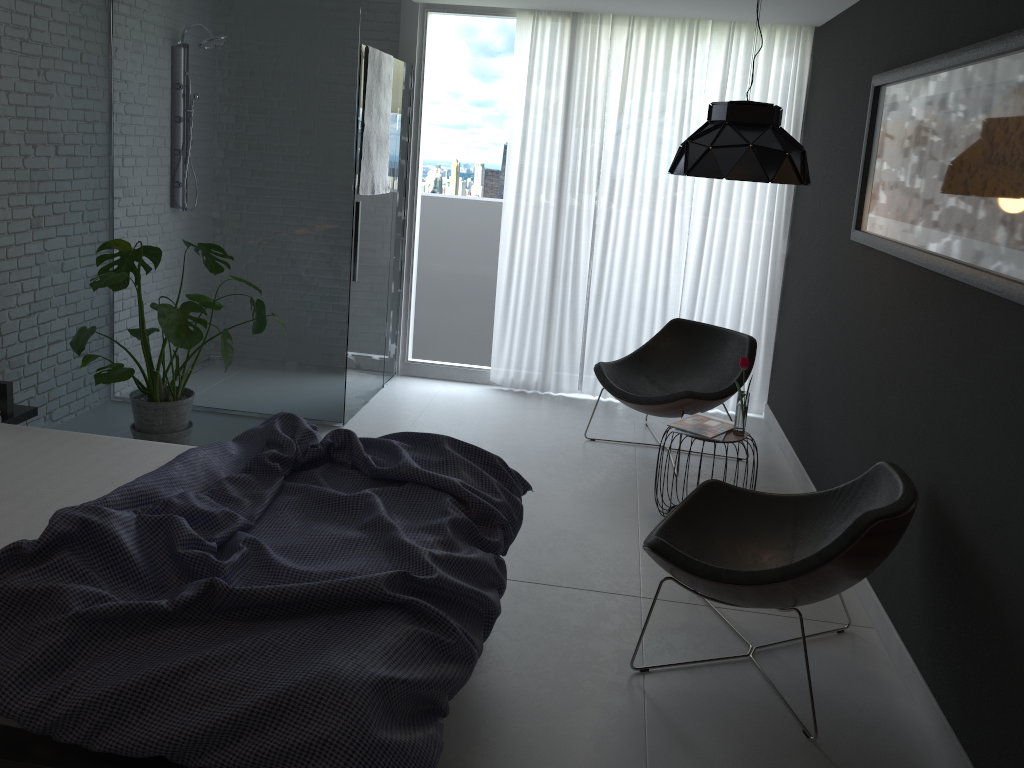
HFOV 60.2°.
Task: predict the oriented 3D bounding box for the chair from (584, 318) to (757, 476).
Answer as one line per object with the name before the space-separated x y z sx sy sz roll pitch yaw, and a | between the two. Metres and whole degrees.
chair | 0.917 0.033 5.010 0.817 0.680 0.800 -7 17 -40

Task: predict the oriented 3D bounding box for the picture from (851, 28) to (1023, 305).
picture | 1.454 -0.758 2.999 0.041 0.710 1.983 6 15 6

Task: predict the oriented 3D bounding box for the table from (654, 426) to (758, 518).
table | 0.892 0.417 4.067 0.450 0.429 0.459 1 13 -16

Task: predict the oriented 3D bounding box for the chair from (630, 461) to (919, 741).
chair | 0.858 0.590 2.937 0.819 0.680 0.798 11 15 27

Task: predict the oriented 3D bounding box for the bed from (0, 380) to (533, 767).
bed | -1.257 -0.153 2.525 2.610 2.011 2.601 6 13 6

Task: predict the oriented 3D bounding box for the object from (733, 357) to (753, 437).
object | 1.023 0.058 3.941 0.067 0.350 0.077 13 13 37

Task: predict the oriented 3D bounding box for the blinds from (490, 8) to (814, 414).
blinds | 0.861 -1.191 5.697 1.854 2.656 0.138 6 11 6

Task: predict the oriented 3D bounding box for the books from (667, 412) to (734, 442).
books | -2.929 0.340 3.087 8.230 0.367 0.412 0 14 -14

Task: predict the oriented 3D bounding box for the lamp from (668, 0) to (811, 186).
lamp | 1.015 -1.321 3.744 0.586 0.889 0.615 10 13 24

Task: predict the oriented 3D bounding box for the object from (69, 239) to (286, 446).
object | -1.650 -0.192 4.429 0.856 1.032 1.001 10 14 24
